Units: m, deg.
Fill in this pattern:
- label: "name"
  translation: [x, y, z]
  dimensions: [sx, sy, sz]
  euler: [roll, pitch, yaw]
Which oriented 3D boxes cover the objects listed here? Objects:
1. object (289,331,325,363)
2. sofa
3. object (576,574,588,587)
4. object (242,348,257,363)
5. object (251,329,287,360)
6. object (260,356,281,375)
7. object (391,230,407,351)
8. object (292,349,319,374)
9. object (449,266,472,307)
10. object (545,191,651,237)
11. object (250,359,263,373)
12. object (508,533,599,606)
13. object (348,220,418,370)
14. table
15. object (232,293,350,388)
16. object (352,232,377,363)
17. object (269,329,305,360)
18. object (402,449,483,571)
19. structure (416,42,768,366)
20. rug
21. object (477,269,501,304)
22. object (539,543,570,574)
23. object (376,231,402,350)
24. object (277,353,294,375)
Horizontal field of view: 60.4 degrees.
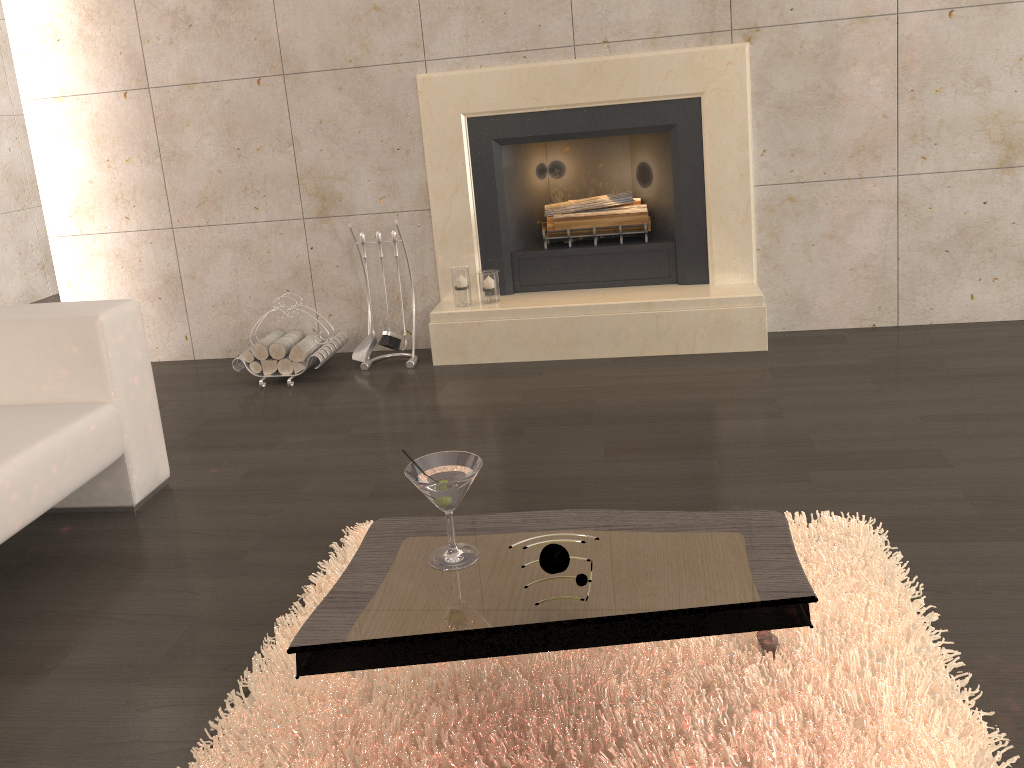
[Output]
- label: "object"
  translation: [-0.964, -0.179, 4.148]
  dimensions: [0.080, 0.077, 0.270]
  euler: [-3, 18, 9]
- label: "sofa"
  translation: [-1.837, 0.472, 1.736]
  dimensions: [0.942, 0.634, 2.866]
  euler: [-3, 18, 9]
- label: "object"
  translation: [0.120, 0.334, 1.478]
  dimensions: [0.051, 0.047, 0.053]
  euler: [-4, 15, 4]
- label: "object"
  translation: [-1.200, -0.166, 4.177]
  dimensions: [0.057, 0.056, 0.259]
  euler: [-3, 18, 9]
- label: "object"
  translation: [-1.142, -0.189, 4.164]
  dimensions: [0.081, 0.080, 0.259]
  euler: [-3, 18, 9]
- label: "object"
  translation: [-1.097, -0.123, 4.189]
  dimensions: [0.082, 0.072, 0.284]
  euler: [-3, 18, 9]
- label: "object"
  translation: [-0.527, -0.438, 4.125]
  dimensions: [0.027, 0.551, 0.109]
  euler: [-5, 12, 2]
- label: "object"
  translation: [-0.956, -0.114, 4.150]
  dimensions: [0.061, 0.058, 0.250]
  euler: [-3, 18, 9]
- label: "object"
  translation: [-0.237, -0.459, 4.149]
  dimensions: [0.100, 0.179, 0.099]
  euler: [-15, 17, -37]
- label: "object"
  translation: [0.417, -0.829, 4.312]
  dimensions: [0.512, 0.206, 0.226]
  euler: [-3, 15, 9]
- label: "object"
  translation: [-1.166, -0.118, 4.183]
  dimensions: [0.057, 0.056, 0.259]
  euler: [-3, 18, 9]
- label: "object"
  translation: [0.080, 0.354, 1.435]
  dimensions: [0.237, 0.116, 0.237]
  euler: [-17, 20, -34]
- label: "object"
  translation: [-0.602, -0.433, 4.172]
  dimensions: [0.263, 0.681, 0.222]
  euler: [-3, 13, 9]
- label: "table"
  translation: [0.082, 0.561, 1.481]
  dimensions: [0.903, 0.295, 0.941]
  euler: [-3, 18, 7]
- label: "object"
  translation: [-1.058, -0.241, 4.209]
  dimensions: [0.430, 0.370, 0.517]
  euler: [-3, 16, 9]
- label: "object"
  translation: [-0.707, -0.412, 4.153]
  dimensions: [0.127, 0.588, 0.117]
  euler: [-16, 16, -40]
- label: "object"
  translation: [-1.057, -0.189, 4.153]
  dimensions: [0.079, 0.074, 0.259]
  euler: [-3, 18, 9]
- label: "object"
  translation: [-0.124, 0.238, 1.713]
  dimensions: [0.152, 0.211, 0.155]
  euler: [-9, 14, -15]
- label: "structure"
  translation: [0.362, -0.851, 4.165]
  dimensions: [1.523, 1.308, 0.604]
  euler: [-3, 13, 9]
- label: "rug"
  translation: [0.108, 0.704, 1.493]
  dimensions: [1.507, 0.065, 2.058]
  euler: [-2, 18, 9]
- label: "object"
  translation: [-0.107, -0.461, 4.177]
  dimensions: [0.108, 0.144, 0.111]
  euler: [-2, 14, 13]
- label: "object"
  translation: [0.073, 0.302, 1.489]
  dimensions: [0.061, 0.053, 0.064]
  euler: [-5, 15, 3]
- label: "object"
  translation: [-0.601, -0.433, 4.165]
  dimensions: [0.070, 0.573, 0.139]
  euler: [2, 14, 32]
- label: "object"
  translation: [-1.022, -0.121, 4.163]
  dimensions: [0.079, 0.074, 0.259]
  euler: [-3, 18, 9]
